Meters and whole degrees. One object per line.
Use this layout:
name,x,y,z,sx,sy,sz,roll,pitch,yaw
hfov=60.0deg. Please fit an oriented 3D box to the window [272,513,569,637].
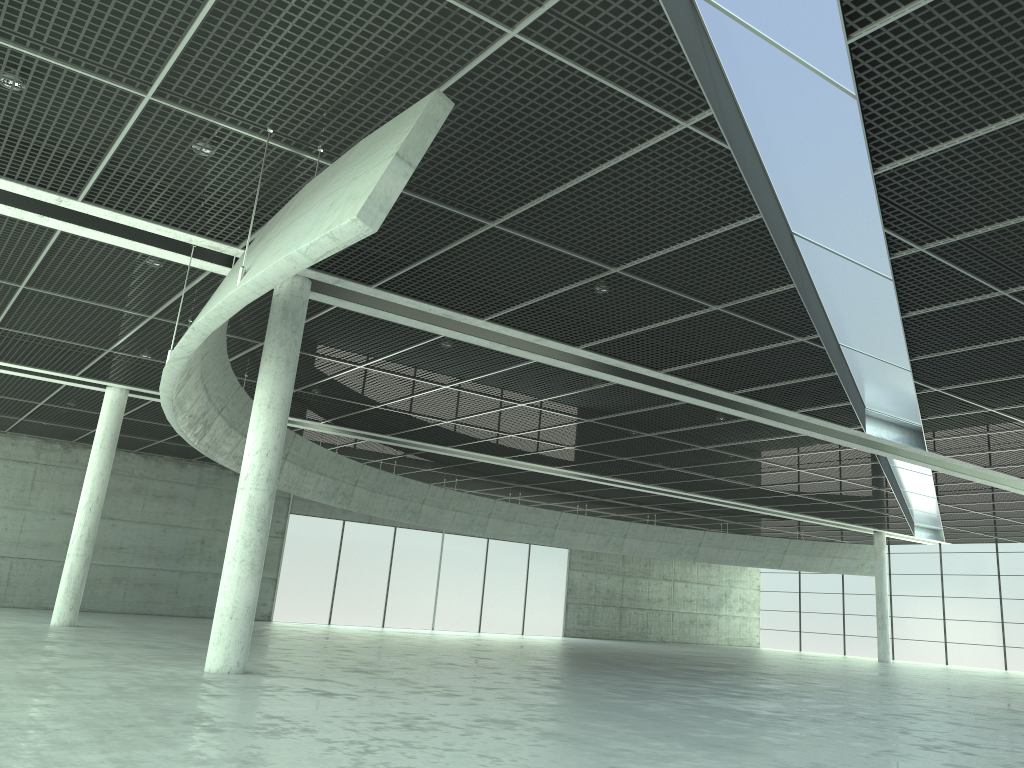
window,-7.405,21.912,88.779,33.506,10.664,0.159,16,-19,-34

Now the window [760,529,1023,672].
window,22.399,10.642,50.500,100.719,16.084,99.610,16,-19,-34
